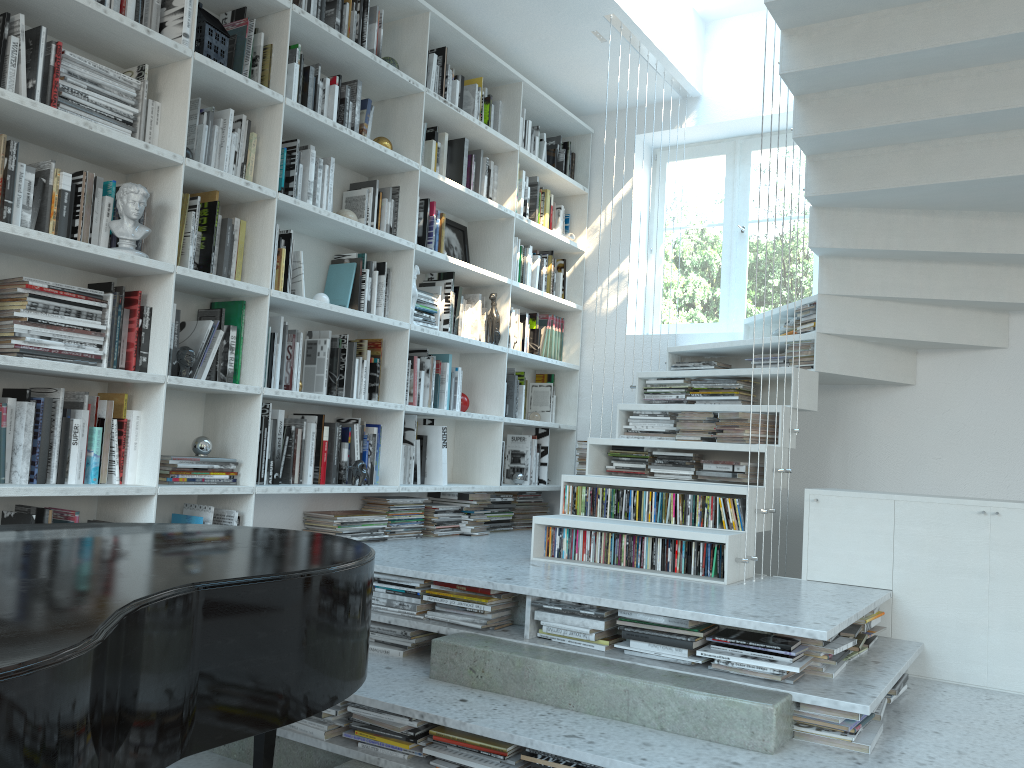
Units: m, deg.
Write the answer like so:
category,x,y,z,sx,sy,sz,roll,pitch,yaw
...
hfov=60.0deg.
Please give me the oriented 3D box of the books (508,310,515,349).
category,x,y,z,sx,sy,sz,roll,pitch,yaw
books,-0.073,-0.294,5.014,0.180,0.245,0.026,1,-5,32

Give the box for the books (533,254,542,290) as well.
category,x,y,z,sx,sy,sz,roll,pitch,yaw
books,0.091,-0.640,5.285,0.184,0.258,0.023,1,-5,32

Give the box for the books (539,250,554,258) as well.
category,x,y,z,sx,sy,sz,roll,pitch,yaw
books,0.187,-0.656,5.474,0.140,0.330,0.013,1,-5,32

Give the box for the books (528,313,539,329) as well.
category,x,y,z,sx,sy,sz,roll,pitch,yaw
books,0.074,-0.281,5.282,0.170,0.277,0.026,1,-5,32

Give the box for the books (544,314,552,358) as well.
category,x,y,z,sx,sy,sz,roll,pitch,yaw
books,0.154,-0.276,5.393,0.169,0.294,0.033,1,-5,32

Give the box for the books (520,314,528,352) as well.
category,x,y,z,sx,sy,sz,roll,pitch,yaw
books,0.004,-0.280,5.147,0.181,0.247,0.022,1,-5,32

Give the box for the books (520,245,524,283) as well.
category,x,y,z,sx,sy,sz,roll,pitch,yaw
books,-0.012,-0.664,5.132,0.152,0.270,0.025,1,-5,32

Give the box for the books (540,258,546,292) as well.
category,x,y,z,sx,sy,sz,roll,pitch,yaw
books,0.127,-0.629,5.363,0.160,0.252,0.025,1,-5,32

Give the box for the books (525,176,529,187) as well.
category,x,y,z,sx,sy,sz,roll,pitch,yaw
books,0.014,-1.036,5.020,0.158,0.263,0.023,1,-5,32

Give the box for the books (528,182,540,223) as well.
category,x,y,z,sx,sy,sz,roll,pitch,yaw
books,0.068,-1.023,5.087,0.189,0.253,0.023,1,-5,32

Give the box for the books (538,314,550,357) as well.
category,x,y,z,sx,sy,sz,roll,pitch,yaw
books,0.135,-0.277,5.361,0.169,0.291,0.072,1,-5,32

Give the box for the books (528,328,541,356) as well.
category,x,y,z,sx,sy,sz,roll,pitch,yaw
books,0.082,-0.235,5.244,0.191,0.181,0.024,1,-5,32

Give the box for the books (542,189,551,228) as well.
category,x,y,z,sx,sy,sz,roll,pitch,yaw
books,0.105,-1.006,5.198,0.247,0.242,0.042,1,-5,32

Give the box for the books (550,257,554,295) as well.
category,x,y,z,sx,sy,sz,roll,pitch,yaw
books,0.168,-0.631,5.400,0.173,0.268,0.028,1,-5,32

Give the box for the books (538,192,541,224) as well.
category,x,y,z,sx,sy,sz,roll,pitch,yaw
books,0.081,-0.995,5.123,0.184,0.206,0.014,1,-5,32

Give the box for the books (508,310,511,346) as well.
category,x,y,z,sx,sy,sz,roll,pitch,yaw
books,-0.093,-0.297,4.984,0.170,0.243,0.022,1,-5,32

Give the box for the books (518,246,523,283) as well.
category,x,y,z,sx,sy,sz,roll,pitch,yaw
books,-0.015,-0.661,5.111,0.158,0.260,0.013,1,-5,32

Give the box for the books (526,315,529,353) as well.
category,x,y,z,sx,sy,sz,roll,pitch,yaw
books,0.025,-0.277,5.215,0.161,0.254,0.012,1,-5,32

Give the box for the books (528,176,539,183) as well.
category,x,y,z,sx,sy,sz,roll,pitch,yaw
books,0.077,-1.042,5.109,0.152,0.296,0.022,1,-5,32

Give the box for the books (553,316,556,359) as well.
category,x,y,z,sx,sy,sz,roll,pitch,yaw
books,0.186,-0.270,5.444,0.169,0.293,0.018,1,-5,32

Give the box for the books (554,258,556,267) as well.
category,x,y,z,sx,sy,sz,roll,pitch,yaw
books,0.199,-0.631,5.478,0.149,0.283,0.013,1,-5,32

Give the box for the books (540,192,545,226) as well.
category,x,y,z,sx,sy,sz,roll,pitch,yaw
books,0.109,-0.999,5.162,0.174,0.222,0.013,1,-5,32

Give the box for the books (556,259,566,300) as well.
category,x,y,z,sx,sy,sz,roll,pitch,yaw
books,0.249,-0.628,5.537,0.186,0.292,0.042,1,-5,32

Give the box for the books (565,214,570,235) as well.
category,x,y,z,sx,sy,sz,roll,pitch,yaw
books,0.285,-0.953,5.574,0.170,0.216,0.011,1,-5,32

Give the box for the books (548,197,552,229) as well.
category,x,y,z,sx,sy,sz,roll,pitch,yaw
books,0.160,-0.998,5.378,0.160,0.261,0.022,1,-5,32

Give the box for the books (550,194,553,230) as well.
category,x,y,z,sx,sy,sz,roll,pitch,yaw
books,0.169,-1.008,5.414,0.163,0.287,0.023,1,-5,32

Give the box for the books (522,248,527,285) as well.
category,x,y,z,sx,sy,sz,roll,pitch,yaw
books,0.009,-0.656,5.147,0.156,0.259,0.024,1,-5,32

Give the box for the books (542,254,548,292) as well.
category,x,y,z,sx,sy,sz,roll,pitch,yaw
books,0.146,-0.642,5.375,0.151,0.283,0.012,1,-5,32

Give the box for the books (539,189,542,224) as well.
category,x,y,z,sx,sy,sz,roll,pitch,yaw
books,0.095,-1.007,5.157,0.165,0.237,0.012,1,-5,32

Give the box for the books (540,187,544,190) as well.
category,x,y,z,sx,sy,sz,roll,pitch,yaw
books,0.108,-1.024,5.308,0.165,0.295,0.010,1,-5,32

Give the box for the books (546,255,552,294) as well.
category,x,y,z,sx,sy,sz,roll,pitch,yaw
books,0.155,-0.638,5.384,0.188,0.277,0.013,1,-5,32

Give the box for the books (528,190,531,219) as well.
category,x,y,z,sx,sy,sz,roll,pitch,yaw
books,0.039,-1.004,5.075,0.134,0.211,0.025,1,-5,32

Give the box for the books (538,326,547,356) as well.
category,x,y,z,sx,sy,sz,roll,pitch,yaw
books,0.112,-0.242,5.323,0.167,0.217,0.089,1,-5,32

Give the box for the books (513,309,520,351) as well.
category,x,y,z,sx,sy,sz,roll,pitch,yaw
books,-0.039,-0.296,5.067,0.176,0.261,0.056,1,-5,32

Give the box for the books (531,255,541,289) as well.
category,x,y,z,sx,sy,sz,roll,pitch,yaw
books,0.078,-0.636,5.253,0.177,0.245,0.045,1,-5,32

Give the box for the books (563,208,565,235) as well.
category,x,y,z,sx,sy,sz,roll,pitch,yaw
books,0.257,-0.971,5.563,0.160,0.246,0.040,1,-5,32

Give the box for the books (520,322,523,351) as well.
category,x,y,z,sx,sy,sz,roll,pitch,yaw
books,-0.020,-0.256,5.098,0.169,0.189,0.023,1,-5,32

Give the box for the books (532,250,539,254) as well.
category,x,y,z,sx,sy,sz,roll,pitch,yaw
books,0.092,-0.653,5.325,0.132,0.291,0.024,1,-5,32

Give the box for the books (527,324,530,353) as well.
category,x,y,z,sx,sy,sz,roll,pitch,yaw
books,0.039,-0.250,5.249,0.138,0.207,0.014,1,-5,32

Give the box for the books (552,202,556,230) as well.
category,x,y,z,sx,sy,sz,roll,pitch,yaw
books,0.196,-0.987,5.450,0.154,0.254,0.070,1,-5,32

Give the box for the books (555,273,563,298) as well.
category,x,y,z,sx,sy,sz,roll,pitch,yaw
books,0.221,-0.585,5.485,0.192,0.195,0.029,1,-5,32

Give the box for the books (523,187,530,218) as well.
category,x,y,z,sx,sy,sz,roll,pitch,yaw
books,0.012,-1.003,4.990,0.189,0.193,0.024,1,-5,32

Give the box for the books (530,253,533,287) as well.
category,x,y,z,sx,sy,sz,roll,pitch,yaw
books,0.046,-0.644,5.240,0.161,0.254,0.012,1,-5,32

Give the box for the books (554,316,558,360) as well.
category,x,y,z,sx,sy,sz,roll,pitch,yaw
books,0.199,-0.268,5.458,0.169,0.293,0.018,1,-5,32

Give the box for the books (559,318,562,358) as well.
category,x,y,z,sx,sy,sz,roll,pitch,yaw
books,0.224,-0.263,5.506,0.169,0.293,0.018,1,-5,32

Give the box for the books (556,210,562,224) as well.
category,x,y,z,sx,sy,sz,roll,pitch,yaw
books,0.221,-0.962,5.487,0.180,0.213,0.023,1,-5,32

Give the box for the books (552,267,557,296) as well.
category,x,y,z,sx,sy,sz,roll,pitch,yaw
books,0.181,-0.601,5.419,0.188,0.211,0.025,1,-5,32

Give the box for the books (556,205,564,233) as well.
category,x,y,z,sx,sy,sz,roll,pitch,yaw
books,0.239,-0.980,5.534,0.163,0.258,0.029,1,-5,32

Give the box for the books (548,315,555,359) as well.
category,x,y,z,sx,sy,sz,roll,pitch,yaw
books,0.179,-0.273,5.406,0.169,0.293,0.018,1,-5,32

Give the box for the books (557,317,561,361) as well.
category,x,y,z,sx,sy,sz,roll,pitch,yaw
books,0.219,-0.265,5.488,0.169,0.293,0.018,1,-5,32

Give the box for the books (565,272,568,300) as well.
category,x,y,z,sx,sy,sz,roll,pitch,yaw
books,0.262,-0.588,5.562,0.184,0.219,0.021,1,-5,32

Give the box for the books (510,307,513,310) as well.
category,x,y,z,sx,sy,sz,roll,pitch,yaw
books,-0.070,-0.302,5.041,0.157,0.265,0.022,1,-5,32

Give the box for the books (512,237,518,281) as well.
category,x,y,z,sx,sy,sz,roll,pitch,yaw
books,-0.055,-0.683,5.017,0.185,0.285,0.014,1,-5,32

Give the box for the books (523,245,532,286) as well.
category,x,y,z,sx,sy,sz,roll,pitch,yaw
books,0.033,-0.663,5.191,0.166,0.283,0.030,1,-5,32

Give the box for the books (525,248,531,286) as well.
category,x,y,z,sx,sy,sz,roll,pitch,yaw
books,0.023,-0.655,5.166,0.172,0.262,0.022,1,-5,32

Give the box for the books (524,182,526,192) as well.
category,x,y,z,sx,sy,sz,roll,pitch,yaw
books,-0.011,-1.022,4.963,0.161,0.223,0.049,1,-5,32

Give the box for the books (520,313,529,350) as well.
category,x,y,z,sx,sy,sz,roll,pitch,yaw
books,0.009,-0.284,5.174,0.171,0.259,0.029,1,-5,32

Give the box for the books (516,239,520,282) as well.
category,x,y,z,sx,sy,sz,roll,pitch,yaw
books,-0.034,-0.681,5.078,0.165,0.292,0.012,1,-5,32

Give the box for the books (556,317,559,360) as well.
category,x,y,z,sx,sy,sz,roll,pitch,yaw
books,0.205,-0.266,5.475,0.169,0.293,0.018,1,-5,32
